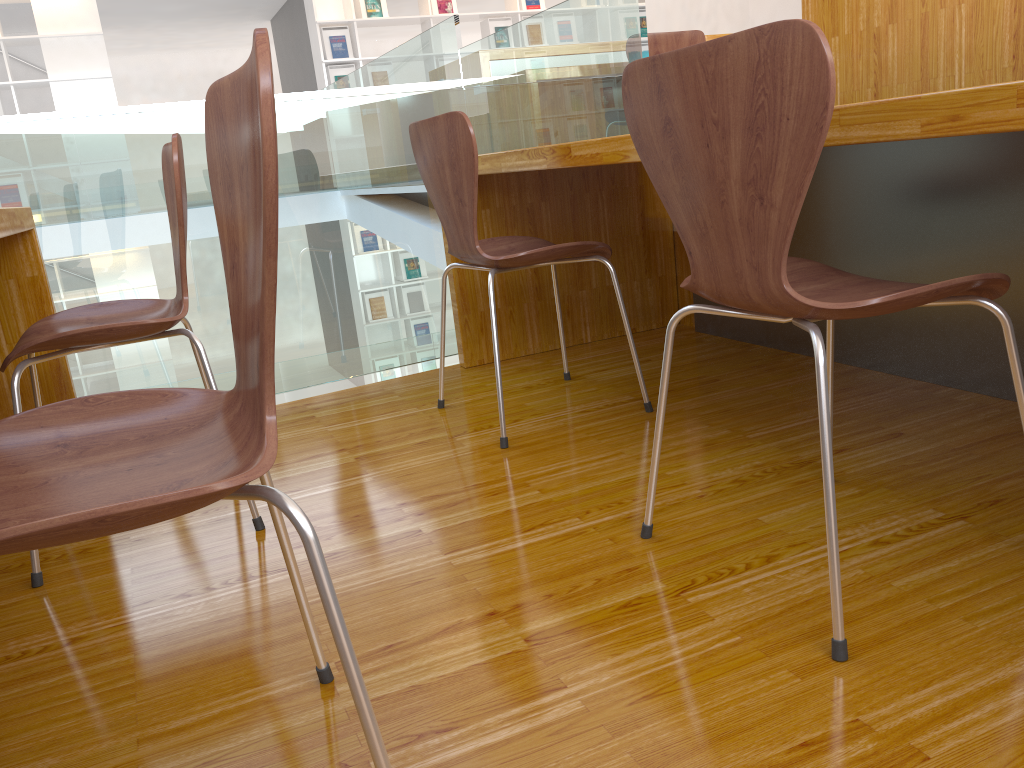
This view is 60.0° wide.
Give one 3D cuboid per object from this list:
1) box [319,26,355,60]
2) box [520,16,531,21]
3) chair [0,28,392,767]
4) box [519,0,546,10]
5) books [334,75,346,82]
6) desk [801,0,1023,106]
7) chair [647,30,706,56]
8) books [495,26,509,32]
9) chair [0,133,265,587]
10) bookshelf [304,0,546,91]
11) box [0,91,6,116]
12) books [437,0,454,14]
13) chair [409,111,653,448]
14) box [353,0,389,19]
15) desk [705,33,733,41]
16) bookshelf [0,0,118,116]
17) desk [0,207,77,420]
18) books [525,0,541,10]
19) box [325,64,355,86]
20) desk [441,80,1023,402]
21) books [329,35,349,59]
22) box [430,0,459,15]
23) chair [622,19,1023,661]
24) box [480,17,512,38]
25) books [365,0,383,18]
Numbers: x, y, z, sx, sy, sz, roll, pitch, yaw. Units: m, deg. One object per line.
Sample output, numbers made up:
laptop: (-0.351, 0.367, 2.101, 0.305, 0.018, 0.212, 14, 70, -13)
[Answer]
box: (-1.604, -3.081, 8.064, 0.245, 0.296, 0.274, -12, 15, -21)
box: (0.197, -3.476, 8.786, 0.245, 0.296, 0.274, -12, 15, -21)
chair: (-0.347, 0.102, 0.749, 0.381, 0.693, 0.428, -12, 15, -21)
box: (0.160, -3.791, 8.705, 0.245, 0.296, 0.274, -12, 15, -21)
books: (-1.523, -2.696, 8.061, 0.145, 0.210, 0.037, -12, 15, -21)
desk: (2.520, -0.920, 2.522, 3.194, 0.762, 1.247, -12, 15, -21)
chair: (0.645, -1.216, 4.063, 0.428, 0.693, 0.381, -12, 15, -21)
books: (-0.083, -3.345, 8.573, 0.145, 0.210, 0.037, -12, 15, -21)
chair: (-0.735, -0.075, 1.622, 0.381, 0.693, 0.428, -12, 15, -21)
bookshelf: (-0.350, -2.998, 8.562, 2.984, 1.836, 0.498, -12, 15, -21)
box: (-4.173, -2.176, 7.035, 0.245, 0.296, 0.274, -12, 15, -21)
books: (-0.626, -3.536, 8.292, 0.145, 0.210, 0.037, -12, 15, -21)
chair: (0.027, -0.271, 2.044, 0.381, 0.693, 0.428, -12, 15, -21)
box: (-1.295, -3.472, 8.122, 0.245, 0.296, 0.274, -12, 15, -21)
desk: (1.298, -1.576, 5.038, 3.196, 0.757, 1.248, -12, 15, -21)
bookshelf: (-4.957, -1.989, 6.721, 3.666, 1.836, 0.498, -12, 15, -21)
desk: (-0.966, 0.504, 0.478, 1.248, 1.022, 3.216, -12, 15, -21)
books: (0.200, -3.718, 8.623, 0.145, 0.210, 0.037, -12, 15, -21)
box: (-1.561, -2.766, 8.147, 0.245, 0.296, 0.274, -12, 15, -21)
desk: (0.823, -0.117, 1.245, 0.760, 0.606, 3.356, -12, 15, -21)
books: (-1.554, -3.023, 7.980, 0.145, 0.210, 0.037, -12, 15, -21)
box: (-0.677, -3.609, 8.367, 0.245, 0.296, 0.274, -12, 15, -21)
chair: (0.415, -0.095, 1.172, 0.381, 0.693, 0.428, -12, 15, -21)
box: (-0.132, -3.403, 8.654, 0.245, 0.296, 0.274, -12, 15, -21)
books: (-1.254, -3.415, 8.038, 0.145, 0.210, 0.037, -12, 15, -21)
